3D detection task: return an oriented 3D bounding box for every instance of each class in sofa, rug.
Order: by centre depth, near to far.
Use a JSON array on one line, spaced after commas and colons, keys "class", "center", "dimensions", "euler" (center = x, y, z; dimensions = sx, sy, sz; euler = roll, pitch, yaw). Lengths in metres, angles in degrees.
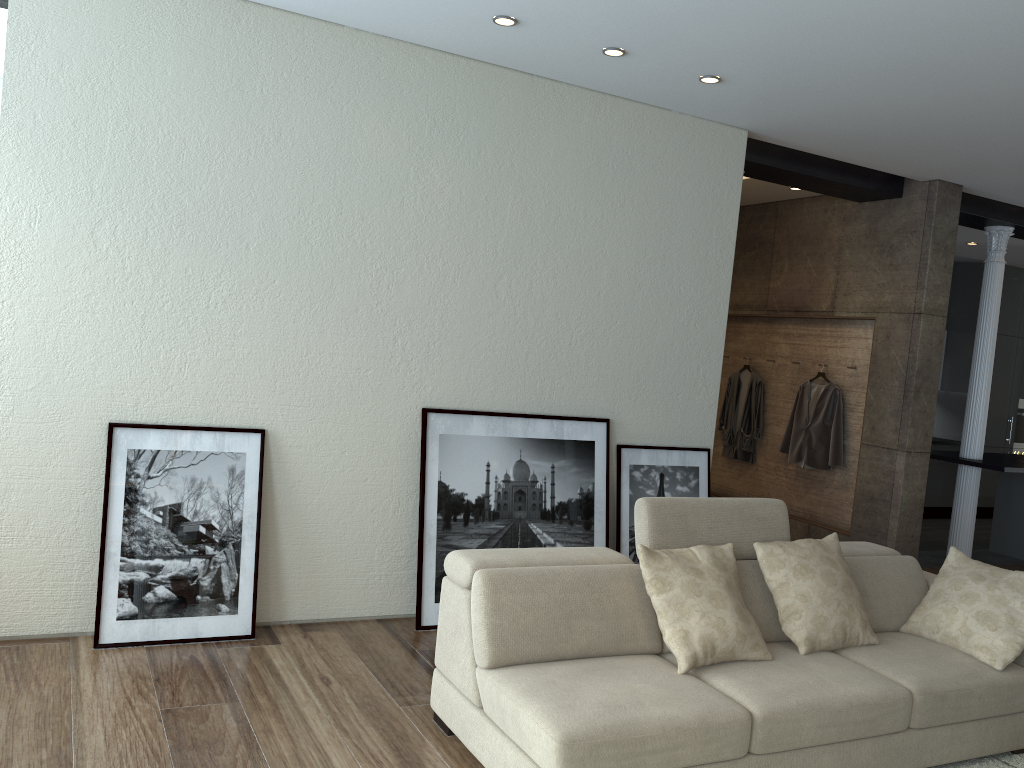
[{"class": "rug", "center": [1.377, 1.571, 2.039], "dimensions": [4.231, 0.020, 2.972], "euler": [4, 3, -27]}, {"class": "sofa", "center": [1.067, 0.998, 3.664], "dimensions": [2.581, 0.950, 1.021], "euler": [4, 3, -27]}]

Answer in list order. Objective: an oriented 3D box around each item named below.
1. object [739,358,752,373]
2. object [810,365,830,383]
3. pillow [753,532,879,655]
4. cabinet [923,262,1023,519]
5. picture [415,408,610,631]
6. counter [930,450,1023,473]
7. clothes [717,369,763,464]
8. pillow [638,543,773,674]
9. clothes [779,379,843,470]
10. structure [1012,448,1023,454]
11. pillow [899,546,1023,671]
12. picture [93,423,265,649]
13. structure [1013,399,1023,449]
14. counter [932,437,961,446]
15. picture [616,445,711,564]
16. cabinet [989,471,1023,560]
[{"class": "object", "center": [2.135, -0.132, 8.075], "dimensions": [0.010, 0.219, 0.430], "euler": [4, 3, -27]}, {"class": "object", "center": [2.532, -0.055, 7.269], "dimensions": [0.010, 0.219, 0.430], "euler": [4, 3, -27]}, {"class": "pillow", "center": [1.299, 0.885, 3.787], "dimensions": [0.534, 0.439, 0.301], "euler": [4, 3, -31]}, {"class": "cabinet", "center": [5.239, 0.061, 10.593], "dimensions": [7.409, 2.980, 0.827], "euler": [4, 3, -27]}, {"class": "picture", "center": [0.039, 0.741, 4.919], "dimensions": [1.183, 1.140, 0.225], "euler": [4, 3, -27]}, {"class": "counter", "center": [5.299, 0.757, 8.282], "dimensions": [3.700, 0.040, 1.000], "euler": [4, 3, -27]}, {"class": "clothes", "center": [2.076, 0.278, 8.093], "dimensions": [0.141, 0.855, 0.569], "euler": [4, 3, -27]}, {"class": "pillow", "center": [0.750, 0.854, 3.490], "dimensions": [0.519, 0.416, 0.368], "euler": [4, 3, -32]}, {"class": "clothes", "center": [2.476, 0.329, 7.289], "dimensions": [0.173, 0.735, 0.700], "euler": [4, 3, -29]}, {"class": "structure", "center": [6.125, 1.067, 11.016], "dimensions": [0.595, 0.596, 0.591], "euler": [4, 3, -27]}, {"class": "pillow", "center": [2.078, 0.978, 3.924], "dimensions": [0.395, 0.393, 0.518], "euler": [4, 3, -31]}, {"class": "picture", "center": [-1.531, 0.696, 4.133], "dimensions": [0.700, 0.988, 0.195], "euler": [4, 3, -27]}, {"class": "structure", "center": [6.184, 0.469, 10.988], "dimensions": [0.595, 0.596, 0.591], "euler": [4, 3, -27]}, {"class": "counter", "center": [3.475, 0.630, 9.762], "dimensions": [3.597, 0.223, 0.807], "euler": [4, 3, -27]}, {"class": "picture", "center": [0.931, 0.882, 5.402], "dimensions": [0.700, 0.988, 0.195], "euler": [4, 3, -27]}, {"class": "cabinet", "center": [5.101, 1.211, 8.225], "dimensions": [0.642, 0.897, 0.900], "euler": [4, 3, -27]}]
